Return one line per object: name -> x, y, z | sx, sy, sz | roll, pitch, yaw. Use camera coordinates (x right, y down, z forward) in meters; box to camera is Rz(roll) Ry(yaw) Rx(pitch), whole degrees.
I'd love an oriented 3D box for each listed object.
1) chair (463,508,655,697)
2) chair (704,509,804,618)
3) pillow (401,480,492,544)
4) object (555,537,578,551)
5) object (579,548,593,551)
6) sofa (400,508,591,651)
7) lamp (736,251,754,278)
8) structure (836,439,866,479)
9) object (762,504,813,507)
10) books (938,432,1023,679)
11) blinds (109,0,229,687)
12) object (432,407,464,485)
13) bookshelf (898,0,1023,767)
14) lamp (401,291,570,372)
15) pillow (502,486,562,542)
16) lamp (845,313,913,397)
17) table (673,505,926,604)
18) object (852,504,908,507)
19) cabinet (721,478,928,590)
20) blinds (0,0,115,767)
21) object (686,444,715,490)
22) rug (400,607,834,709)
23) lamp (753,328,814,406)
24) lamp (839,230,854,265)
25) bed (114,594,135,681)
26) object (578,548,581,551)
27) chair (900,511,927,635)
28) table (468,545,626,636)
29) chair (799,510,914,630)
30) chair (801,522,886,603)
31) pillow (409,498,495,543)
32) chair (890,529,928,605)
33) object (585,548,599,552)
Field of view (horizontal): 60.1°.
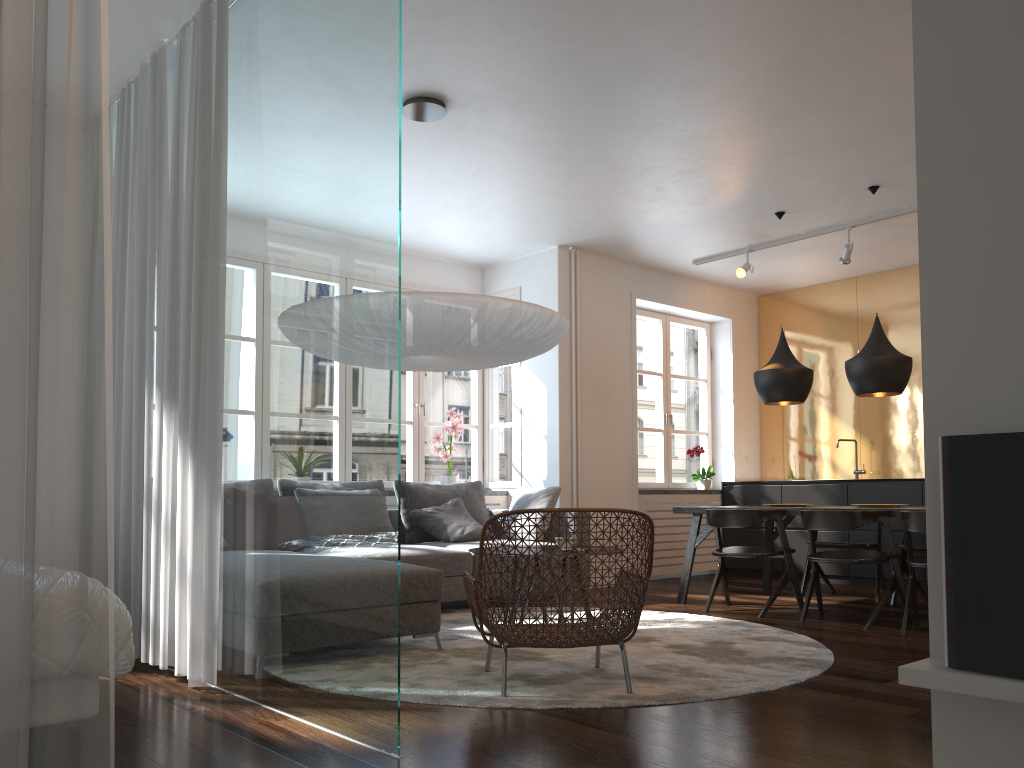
chair -> 0.181, 0.846, 3.542 | 0.718, 0.706, 0.689 | 1, -5, -9
chair -> 1.545, 1.153, 5.779 | 0.521, 0.668, 0.595 | 4, -6, -43
pillow -> -0.498, 0.965, 6.698 | 0.838, 0.474, 0.276 | 5, -7, -41
object -> 0.284, 0.844, 4.655 | 0.091, 0.069, 0.139 | 3, -7, -29
object -> 0.393, 0.871, 4.666 | 0.025, 0.016, 0.164 | -3, -8, 23
sofa -> -0.574, 1.123, 5.465 | 3.075, 0.668, 2.047 | 6, -9, -41
lamp -> 1.896, -0.964, 7.199 | 0.085, 0.238, 0.251 | -3, -6, 36
structure -> 3.061, 0.688, 7.979 | 0.266, 0.383, 0.110 | 2, -4, -26
object -> 1.953, 0.859, 6.261 | 0.356, 0.016, 0.357 | 5, -9, -38
books -> 0.663, 0.240, 0.761 | 1.136, 0.347, 0.115 | 6, -6, -41
blinds -> -1.704, -0.131, 4.081 | 0.153, 2.722, 1.814 | 2, -5, -39
object -> -0.529, 0.538, 7.327 | 0.298, 0.687, 0.201 | -2, -4, 28
bookshelf -> 1.043, -0.514, 1.072 | 2.090, 2.064, 0.227 | 4, -5, -41
lamp -> -0.440, -0.210, 4.540 | 1.470, 0.209, 1.479 | 0, -7, -5
pillow -> 0.110, 0.971, 6.620 | 0.287, 0.412, 0.496 | 4, -7, -42
lamp -> 2.397, -0.197, 5.792 | 0.411, 0.538, 0.412 | -2, -5, 25
table -> 2.378, 1.136, 5.705 | 1.109, 0.675, 2.510 | 5, -9, -41
object -> 2.394, 0.794, 5.760 | 0.356, 0.016, 0.357 | -4, -8, 29
cabinet -> 3.946, 1.164, 6.773 | 0.734, 0.895, 5.082 | 4, -8, -41
blinds -> -1.623, -0.452, 1.537 | 1.812, 2.722, 0.154 | 3, -4, -39
object -> 1.804, 0.785, 8.399 | 0.230, 0.435, 0.408 | -2, -5, 25
rug -> 0.156, 1.338, 4.588 | 2.841, 0.012, 2.851 | -4, -8, 28
lamp -> 1.936, -0.129, 6.316 | 0.411, 0.538, 0.413 | 0, -5, -8
lamp -> 2.547, -1.035, 6.674 | 0.085, 0.237, 0.253 | 0, -5, -1
bed -> -2.572, 0.702, 2.417 | 2.448, 0.758, 2.174 | 6, -9, -41
object -> 0.362, 0.880, 4.714 | 0.026, 0.010, 0.125 | -2, -7, 15
chair -> 2.404, 1.027, 4.811 | 0.521, 0.668, 0.595 | 4, -6, -43
table -> 0.189, 1.128, 4.758 | 0.849, 0.470, 0.850 | 5, -8, -39
chair -> 2.000, 1.087, 5.270 | 0.521, 0.668, 0.595 | 4, -6, -41
chair -> 2.513, 1.253, 6.600 | 0.595, 0.668, 0.521 | -5, -7, 45
pillow -> -0.430, 0.991, 6.435 | 0.445, 0.319, 0.494 | -4, -7, 30
chair -> 2.961, 1.181, 6.048 | 0.521, 0.668, 0.595 | 4, -6, -43
object -> 0.432, 0.870, 4.649 | 0.015, 0.015, 0.168 | -4, -8, 36
